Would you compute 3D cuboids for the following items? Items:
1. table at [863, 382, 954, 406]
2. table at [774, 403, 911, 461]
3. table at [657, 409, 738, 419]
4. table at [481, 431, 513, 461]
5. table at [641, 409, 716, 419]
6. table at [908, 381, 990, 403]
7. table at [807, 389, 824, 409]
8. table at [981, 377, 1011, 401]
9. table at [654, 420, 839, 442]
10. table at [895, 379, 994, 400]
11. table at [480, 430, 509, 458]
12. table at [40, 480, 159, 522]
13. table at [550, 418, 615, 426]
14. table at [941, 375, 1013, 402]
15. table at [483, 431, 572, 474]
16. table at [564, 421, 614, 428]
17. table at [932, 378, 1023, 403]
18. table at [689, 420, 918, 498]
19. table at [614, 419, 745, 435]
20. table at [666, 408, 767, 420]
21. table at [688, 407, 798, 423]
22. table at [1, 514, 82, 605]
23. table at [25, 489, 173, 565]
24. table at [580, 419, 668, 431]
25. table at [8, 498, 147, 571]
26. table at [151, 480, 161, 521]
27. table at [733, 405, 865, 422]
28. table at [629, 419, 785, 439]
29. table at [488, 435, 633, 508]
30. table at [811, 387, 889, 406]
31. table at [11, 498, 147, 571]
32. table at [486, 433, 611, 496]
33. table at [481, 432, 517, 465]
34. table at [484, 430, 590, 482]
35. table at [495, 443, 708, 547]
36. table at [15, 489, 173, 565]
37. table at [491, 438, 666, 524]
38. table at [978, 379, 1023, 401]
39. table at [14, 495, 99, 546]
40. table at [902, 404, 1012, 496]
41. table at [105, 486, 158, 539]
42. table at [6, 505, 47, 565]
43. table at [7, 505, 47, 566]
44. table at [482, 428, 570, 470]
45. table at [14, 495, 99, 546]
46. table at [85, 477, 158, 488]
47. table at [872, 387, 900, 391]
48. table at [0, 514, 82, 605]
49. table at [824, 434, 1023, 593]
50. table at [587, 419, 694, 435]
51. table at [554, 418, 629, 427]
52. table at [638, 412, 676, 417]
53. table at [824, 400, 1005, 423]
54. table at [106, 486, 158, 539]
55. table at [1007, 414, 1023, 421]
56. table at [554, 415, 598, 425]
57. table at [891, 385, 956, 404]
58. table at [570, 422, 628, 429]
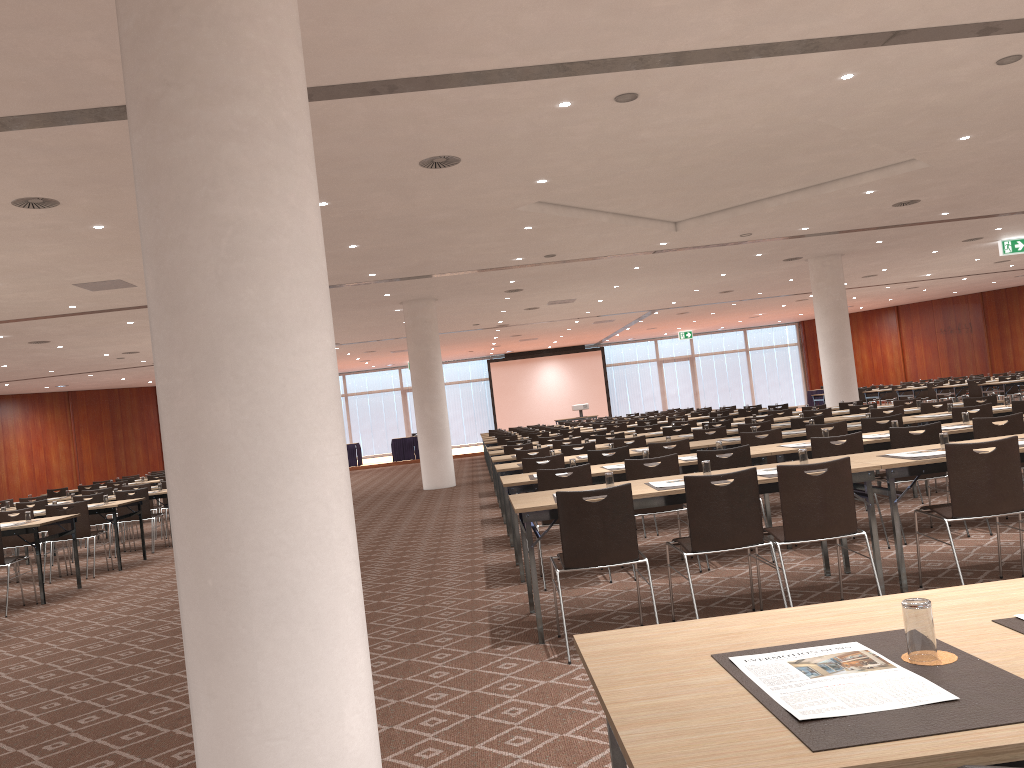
[{"bbox_3d":[11.592,0.503,25.877,2.267,0.833,0.953,-6,-2,-3],"label":"table"},{"bbox_3d":[5.319,0.845,14.069,2.267,0.833,0.953,-6,-2,-3],"label":"table"},{"bbox_3d":[4.895,1.198,23.556,2.267,0.833,0.953,-6,-2,-3],"label":"table"},{"bbox_3d":[0.211,1.858,27.336,2.267,0.833,0.953,-6,-2,-3],"label":"table"},{"bbox_3d":[4.806,1.273,25.553,2.267,0.833,0.953,-6,-2,-3],"label":"table"},{"bbox_3d":[13.756,0.322,27.981,2.267,0.833,0.953,-6,-2,-3],"label":"table"},{"bbox_3d":[12.020,0.564,33.128,1.712,0.832,1.042,-6,-2,-3],"label":"table"},{"bbox_3d":[13.934,0.173,23.987,2.267,0.833,0.953,-6,-2,-3],"label":"table"},{"bbox_3d":[3.155,1.026,11.964,2.267,0.833,0.953,-6,-2,-3],"label":"table"},{"bbox_3d":[11.681,0.428,23.879,2.267,0.833,0.953,-6,-2,-3],"label":"table"},{"bbox_3d":[0.122,1.933,29.333,2.267,0.833,0.953,-6,-2,-3],"label":"table"},{"bbox_3d":[-8.630,2.604,18.908,2.267,0.833,0.953,-6,-2,-3],"label":"table"},{"bbox_3d":[2.375,1.677,29.440,2.267,0.833,0.953,-6,-2,-3],"label":"table"},{"bbox_3d":[13.845,0.247,25.984,2.267,0.833,0.953,-6,-2,-3],"label":"table"},{"bbox_3d":[0.479,1.635,21.344,2.267,0.833,0.953,-6,-2,-3],"label":"table"},{"bbox_3d":[2.553,1.528,25.446,2.267,0.833,0.953,-6,-2,-3],"label":"table"},{"bbox_3d":[11.771,0.354,21.882,2.267,0.833,0.953,-6,-2,-3],"label":"table"},{"bbox_3d":[3.244,0.951,9.967,2.267,0.833,0.953,-6,-2,-3],"label":"table"},{"bbox_3d":[2.977,1.175,15.958,2.267,0.833,0.953,-6,-2,-3],"label":"table"},{"bbox_3d":[4.984,1.124,21.558,2.267,0.833,0.953,-6,-2,-3],"label":"table"},{"bbox_3d":[5.074,1.049,19.561,2.267,0.833,0.953,-6,-2,-3],"label":"table"},{"bbox_3d":[-5.954,1.995,9.528,2.267,0.833,0.953,-6,-2,-3],"label":"table"},{"bbox_3d":[-6.132,2.144,13.523,2.267,0.833,0.953,-6,-2,-3],"label":"table"},{"bbox_3d":[2.732,1.379,21.451,2.267,0.833,0.953,-6,-2,-3],"label":"table"},{"bbox_3d":[-6.043,2.069,11.525,2.267,0.833,0.953,-6,-2,-3],"label":"table"},{"bbox_3d":[-6.377,2.348,19.015,2.267,0.833,0.953,-6,-2,-3],"label":"table"},{"bbox_3d":[5.229,0.919,16.066,2.267,0.833,0.953,-6,-2,-3],"label":"table"},{"bbox_3d":[3.066,1.100,13.961,2.267,0.833,0.953,-6,-2,-3],"label":"table"},{"bbox_3d":[0.813,1.356,13.854,2.267,0.833,0.953,-6,-2,-3],"label":"table"},{"bbox_3d":[11.414,0.652,29.871,2.267,0.833,0.953,-6,-2,-3],"label":"table"},{"bbox_3d":[-6.043,2.069,11.525,2.267,0.833,0.953,-6,-2,-3],"label":"table"},{"bbox_3d":[0.724,1.430,15.851,2.267,0.833,0.953,-6,-2,-3],"label":"table"},{"bbox_3d":[0.300,1.784,25.338,2.267,0.833,0.953,-6,-2,-3],"label":"table"},{"bbox_3d":[0.568,1.560,19.346,2.267,0.833,0.953,-6,-2,-3],"label":"table"},{"bbox_3d":[0.991,1.207,9.859,2.267,0.833,0.953,-6,-2,-3],"label":"table"},{"bbox_3d":[-6.132,2.144,13.523,2.267,0.833,0.953,-6,-2,-3],"label":"table"},{"bbox_3d":[0.902,1.281,11.856,2.267,0.833,0.953,-6,-2,-3],"label":"table"},{"bbox_3d":[11.860,0.279,19.885,2.267,0.833,0.953,-6,-2,-3],"label":"table"},{"bbox_3d":[-8.474,2.474,15.413,2.267,0.833,0.953,-6,-2,-3],"label":"table"},{"bbox_3d":[5.497,0.696,10.074,2.267,0.833,0.953,-6,-2,-3],"label":"table"},{"bbox_3d":[-6.221,2.218,15.520,2.267,0.833,0.953,-6,-2,-3],"label":"table"},{"bbox_3d":[-8.385,2.399,13.415,2.267,0.833,0.953,-6,-2,-3],"label":"table"},{"bbox_3d":[-8.385,2.399,13.415,2.267,0.833,0.953,-6,-2,-3],"label":"table"},{"bbox_3d":[0.390,1.709,23.341,2.267,0.833,0.953,-6,-2,-3],"label":"table"},{"bbox_3d":[-8.474,2.474,15.413,2.267,0.833,0.953,-6,-2,-3],"label":"table"},{"bbox_3d":[-8.719,2.678,20.905,2.267,0.833,0.953,-6,-2,-3],"label":"table"},{"bbox_3d":[11.503,0.577,27.874,2.267,0.833,0.953,-6,-2,-3],"label":"table"},{"bbox_3d":[-5.954,1.995,9.528,2.267,0.833,0.953,-6,-2,-3],"label":"table"},{"bbox_3d":[3.422,0.802,5.972,2.267,0.833,0.953,-6,-2,-3],"label":"table"},{"bbox_3d":[2.821,1.305,19.454,2.267,0.833,0.953,-6,-2,-3],"label":"table"},{"bbox_3d":[2.464,1.603,27.443,2.267,0.833,0.953,-6,-2,-3],"label":"table"},{"bbox_3d":[4.717,1.347,27.550,2.267,0.833,0.953,-6,-2,-3],"label":"table"},{"bbox_3d":[5.408,0.770,12.071,2.267,0.833,0.953,-6,-2,-3],"label":"table"},{"bbox_3d":[-6.221,2.218,15.520,2.267,0.833,0.953,-6,-2,-3],"label":"table"},{"bbox_3d":[5.586,0.621,8.077,2.267,0.833,0.953,-6,-2,-3],"label":"table"},{"bbox_3d":[2.404,1.655,32.686,1.539,0.832,0.953,-6,-2,-3],"label":"table"},{"bbox_3d":[13.667,0.396,29.978,2.267,0.833,0.953,-6,-2,-3],"label":"table"},{"bbox_3d":[2.642,1.454,23.448,2.267,0.833,0.953,-6,-2,-3],"label":"table"}]
